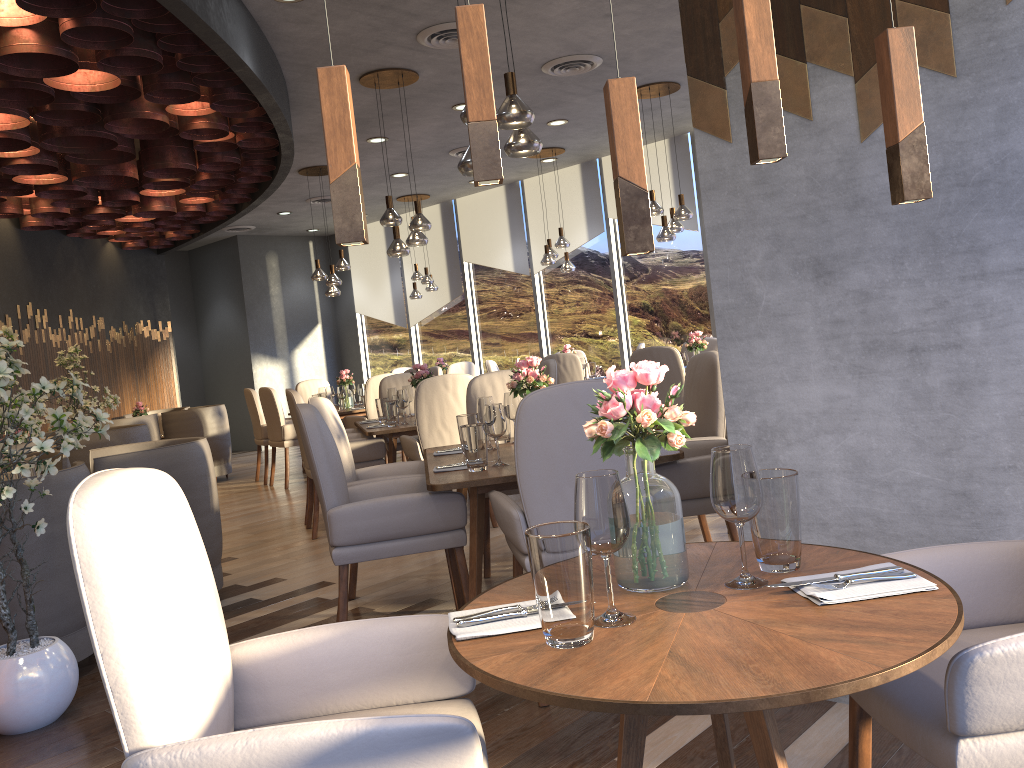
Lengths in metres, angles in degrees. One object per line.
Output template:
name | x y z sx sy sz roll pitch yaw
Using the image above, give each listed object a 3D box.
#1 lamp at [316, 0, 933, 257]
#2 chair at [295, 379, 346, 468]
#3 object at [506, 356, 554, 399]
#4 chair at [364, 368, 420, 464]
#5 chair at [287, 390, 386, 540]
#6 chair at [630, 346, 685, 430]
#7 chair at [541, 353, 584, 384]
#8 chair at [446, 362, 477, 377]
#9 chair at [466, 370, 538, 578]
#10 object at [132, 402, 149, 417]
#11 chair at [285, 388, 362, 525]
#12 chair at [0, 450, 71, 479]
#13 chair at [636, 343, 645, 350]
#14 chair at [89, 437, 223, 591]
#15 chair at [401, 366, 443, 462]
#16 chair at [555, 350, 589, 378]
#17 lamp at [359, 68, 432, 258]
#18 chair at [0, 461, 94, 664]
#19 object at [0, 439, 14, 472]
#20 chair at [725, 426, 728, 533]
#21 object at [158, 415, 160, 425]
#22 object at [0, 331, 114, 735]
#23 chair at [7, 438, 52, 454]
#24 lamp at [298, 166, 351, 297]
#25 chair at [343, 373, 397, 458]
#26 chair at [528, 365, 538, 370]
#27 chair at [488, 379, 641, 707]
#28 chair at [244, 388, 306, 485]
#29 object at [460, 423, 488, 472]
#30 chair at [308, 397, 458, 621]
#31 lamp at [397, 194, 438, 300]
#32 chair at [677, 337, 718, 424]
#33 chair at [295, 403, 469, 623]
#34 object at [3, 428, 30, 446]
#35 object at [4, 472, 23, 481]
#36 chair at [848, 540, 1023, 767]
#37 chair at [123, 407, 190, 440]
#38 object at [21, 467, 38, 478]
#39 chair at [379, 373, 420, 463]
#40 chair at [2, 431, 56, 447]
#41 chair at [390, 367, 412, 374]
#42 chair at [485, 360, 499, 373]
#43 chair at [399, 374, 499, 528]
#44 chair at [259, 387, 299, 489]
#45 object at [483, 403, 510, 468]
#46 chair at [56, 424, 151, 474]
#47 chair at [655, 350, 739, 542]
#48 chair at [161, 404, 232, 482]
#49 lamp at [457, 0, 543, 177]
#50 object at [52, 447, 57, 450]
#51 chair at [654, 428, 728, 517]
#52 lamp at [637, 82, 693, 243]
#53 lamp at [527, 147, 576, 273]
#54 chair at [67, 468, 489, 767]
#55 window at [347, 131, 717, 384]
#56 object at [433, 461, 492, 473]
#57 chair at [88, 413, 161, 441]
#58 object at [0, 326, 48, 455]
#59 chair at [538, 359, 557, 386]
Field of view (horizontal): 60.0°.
lamp | 0.111 -1.186 1.531 1.161 1.930 0.118 -6 1 -2
chair | -2.164 0.439 10.118 0.529 1.000 0.599 -7 1 -28
object | 0.082 0.087 3.820 0.210 0.415 0.198 -6 1 20
chair | -1.300 0.347 9.990 0.601 1.000 0.527 -7 1 -33
chair | -1.203 0.503 6.155 0.600 1.000 0.528 -7 1 -18
chair | 1.274 0.178 7.196 0.527 1.000 0.601 -6 1 24
chair | 0.559 0.174 9.148 0.528 1.000 0.600 -6 1 6
chair | -0.716 0.231 11.141 0.529 1.000 0.599 -7 1 -33
chair | 0.009 0.431 4.684 0.528 1.000 0.600 -7 1 -4
object | -4.107 0.399 9.814 0.198 0.415 0.210 -7 1 -25
chair | -1.352 0.496 6.705 0.600 1.000 0.528 -7 1 -11
chair | -2.755 0.821 4.748 0.775 0.837 0.594 -7 2 -32
chair | 1.195 0.080 9.644 0.599 1.000 0.529 -6 1 10
chair | -1.780 0.723 4.469 0.596 0.837 0.773 -7 2 -27
chair | -1.019 0.337 9.500 0.601 1.000 0.527 -7 1 -28
chair | 0.698 0.107 10.300 0.528 1.000 0.600 -6 1 5
lamp | -0.833 -1.602 6.556 0.440 1.326 0.438 -7 1 -42
chair | -2.032 0.790 3.574 0.776 0.837 0.594 -8 2 -37
object | -2.413 0.456 4.119 0.210 0.415 0.198 -6 1 20
chair | 1.399 0.264 4.892 0.527 1.000 0.601 -6 1 20
object | -3.966 0.466 9.884 0.092 0.244 0.092 -6 1 27
object | -1.774 0.392 3.052 0.748 1.616 0.787 -7 1 -41
chair | -3.588 0.854 6.133 0.775 0.837 0.595 -7 1 -17
lamp | -1.958 -1.597 9.370 0.439 1.326 0.439 -7 1 -8
chair | -1.302 0.404 8.688 0.529 1.000 0.599 -7 1 -33
chair | -0.058 0.337 7.010 0.600 1.000 0.528 -7 1 -16
chair | 0.216 0.479 3.042 0.528 1.000 0.600 -7 1 -9
chair | -2.449 0.506 9.320 0.600 1.000 0.527 -7 1 -28
object | -0.140 0.245 3.407 0.102 0.178 0.102 -6 1 23
chair | -0.574 0.523 4.073 0.600 1.000 0.528 -7 1 -4
lamp | -1.215 -1.778 11.590 0.438 1.326 0.440 -6 1 42
chair | 1.764 0.077 8.247 0.527 1.000 0.601 -6 1 24
chair | -0.495 0.539 3.509 0.600 1.000 0.528 -7 1 -11
object | -3.778 0.495 6.768 0.198 0.415 0.210 -7 1 -35
object | -2.270 0.529 4.052 0.092 0.244 0.092 -6 1 20
chair | 0.929 0.462 1.575 0.600 1.000 0.528 -7 1 -5
chair | -4.087 0.721 10.478 0.774 0.837 0.595 -7 1 -2
object | -2.316 0.525 4.260 0.092 0.244 0.092 -6 1 17
chair | -0.849 0.410 7.385 0.528 1.000 0.599 -7 1 -11
chair | -3.855 0.828 7.434 0.775 0.837 0.595 -7 1 -12
chair | -1.332 0.257 12.124 0.529 1.000 0.599 -7 1 -34
chair | 0.060 0.199 9.855 0.599 1.000 0.529 -6 1 9
chair | -0.429 0.433 5.770 0.529 1.000 0.599 -7 1 -16
chair | -2.147 0.493 8.837 0.601 1.000 0.527 -7 1 -35
object | -0.061 0.200 3.478 0.092 0.244 0.092 -6 1 39
chair | -3.092 0.765 6.905 0.595 0.837 0.774 -7 1 -7
chair | 0.736 0.369 4.211 0.600 1.000 0.528 -7 1 -9
chair | -3.426 0.675 9.824 0.595 0.837 0.775 -6 1 3
lamp | -0.110 -1.563 3.804 0.439 1.326 0.440 -6 1 28
object | -3.551 0.581 6.946 0.102 0.178 0.102 -6 1 28
chair | 0.794 0.387 3.649 0.600 1.000 0.528 -7 1 -4
lamp | 1.314 -1.895 7.700 0.440 1.326 0.438 -7 1 -45
lamp | 0.439 -1.884 9.736 0.438 1.326 0.440 -6 1 36
chair | -0.347 0.610 1.505 0.600 1.000 0.528 -7 1 -4
window | 1.849 -1.194 6.066 8.061 3.197 16.132 -7 2 -2
object | -0.190 0.324 3.564 0.255 0.019 0.157 -7 2 -3
chair | -4.048 0.775 9.150 0.774 0.837 0.595 -7 1 -7
object | -3.242 0.452 5.467 0.789 1.616 0.746 -7 1 -20
chair | 0.069 0.346 6.459 0.600 1.000 0.528 -7 1 -11
